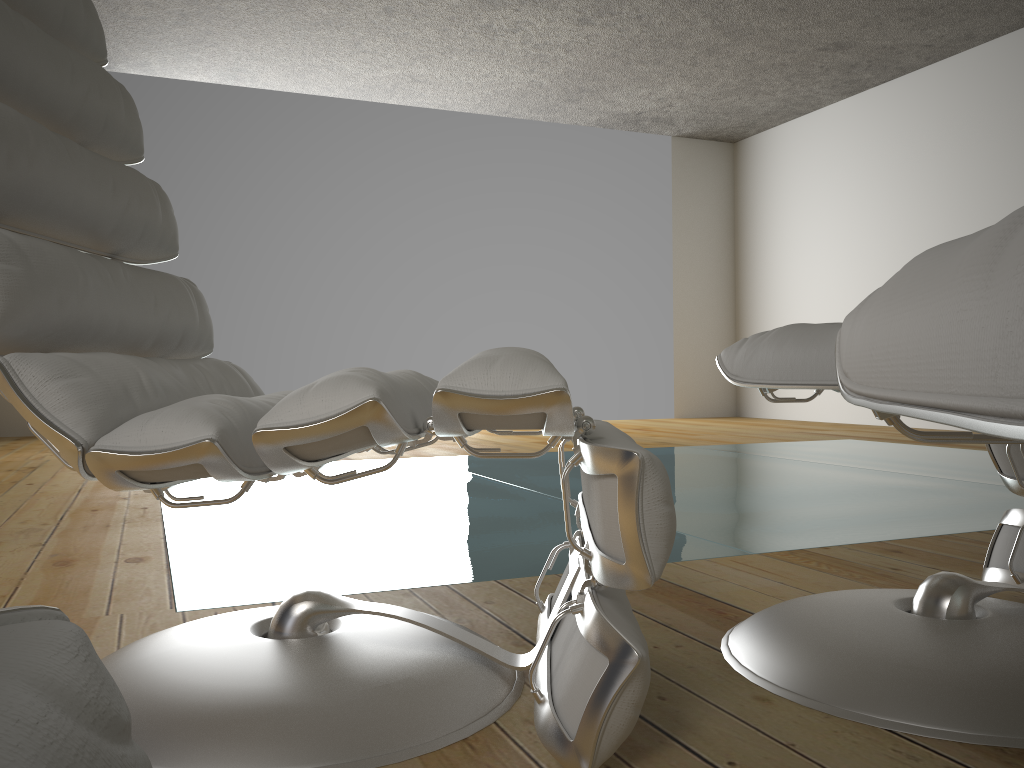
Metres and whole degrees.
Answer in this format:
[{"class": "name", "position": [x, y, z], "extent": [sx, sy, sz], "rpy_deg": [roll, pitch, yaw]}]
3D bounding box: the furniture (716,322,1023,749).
[{"class": "furniture", "position": [0.613, 0.133, 1.158], "extent": [0.686, 0.439, 0.569], "rpy_deg": [0, 0, -16]}]

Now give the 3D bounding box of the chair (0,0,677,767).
[{"class": "chair", "position": [-0.285, -0.126, 1.082], "extent": [0.914, 0.969, 0.569], "rpy_deg": [0, -1, 2]}]

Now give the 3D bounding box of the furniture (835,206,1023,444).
[{"class": "furniture", "position": [0.390, 0.141, 0.294], "extent": [0.686, 0.439, 0.569], "rpy_deg": [0, 0, 13]}]
